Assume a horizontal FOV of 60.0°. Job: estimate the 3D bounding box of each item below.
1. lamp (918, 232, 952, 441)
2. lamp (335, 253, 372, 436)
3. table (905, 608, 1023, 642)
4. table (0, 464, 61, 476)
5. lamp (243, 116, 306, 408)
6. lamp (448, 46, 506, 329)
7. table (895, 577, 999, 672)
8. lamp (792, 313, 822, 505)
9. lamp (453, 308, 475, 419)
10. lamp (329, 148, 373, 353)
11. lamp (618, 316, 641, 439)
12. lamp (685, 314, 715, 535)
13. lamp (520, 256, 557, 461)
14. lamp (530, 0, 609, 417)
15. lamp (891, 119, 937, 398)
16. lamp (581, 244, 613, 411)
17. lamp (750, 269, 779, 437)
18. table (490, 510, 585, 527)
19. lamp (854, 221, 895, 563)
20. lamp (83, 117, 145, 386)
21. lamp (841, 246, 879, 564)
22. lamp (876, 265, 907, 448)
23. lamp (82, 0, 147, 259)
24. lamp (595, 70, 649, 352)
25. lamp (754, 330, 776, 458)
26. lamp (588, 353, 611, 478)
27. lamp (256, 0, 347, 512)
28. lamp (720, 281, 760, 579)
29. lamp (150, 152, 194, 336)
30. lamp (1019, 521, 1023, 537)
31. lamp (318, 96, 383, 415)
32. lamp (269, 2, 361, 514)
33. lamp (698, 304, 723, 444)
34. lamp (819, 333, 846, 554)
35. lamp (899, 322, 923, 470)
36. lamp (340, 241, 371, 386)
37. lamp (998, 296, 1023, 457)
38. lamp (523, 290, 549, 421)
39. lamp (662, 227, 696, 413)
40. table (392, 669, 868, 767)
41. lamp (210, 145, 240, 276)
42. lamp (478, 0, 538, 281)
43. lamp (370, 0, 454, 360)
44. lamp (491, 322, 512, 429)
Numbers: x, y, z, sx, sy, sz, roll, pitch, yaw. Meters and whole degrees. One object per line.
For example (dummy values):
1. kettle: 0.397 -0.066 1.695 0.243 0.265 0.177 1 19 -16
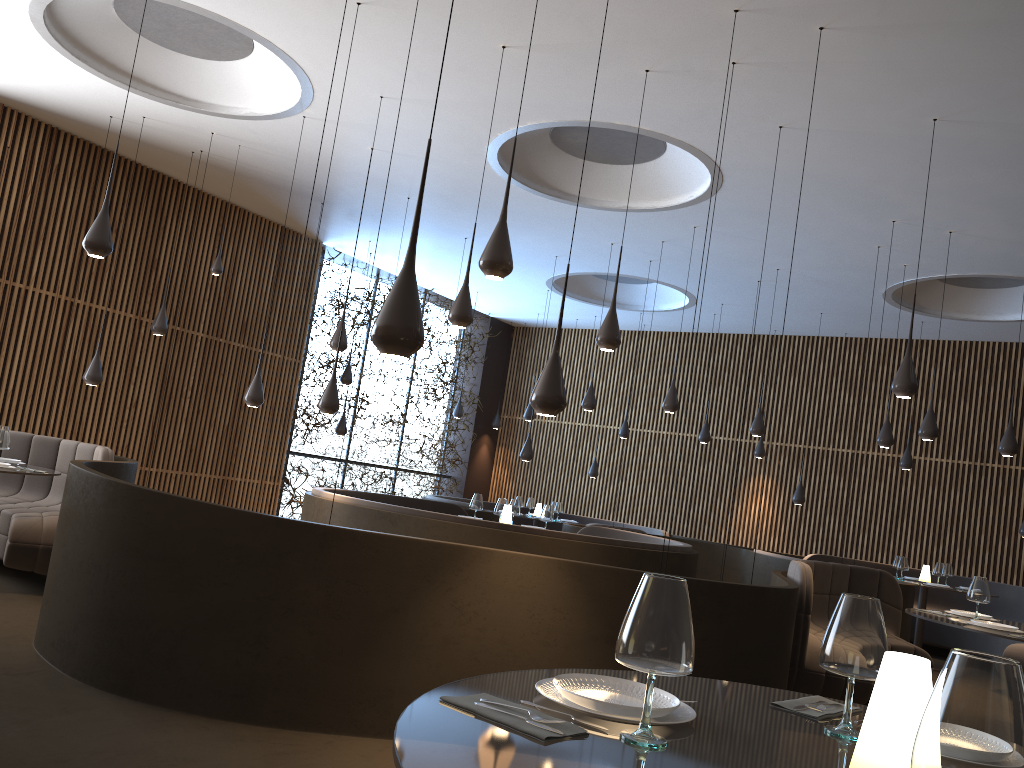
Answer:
1. lamp: 4.466 -0.511 9.265 0.196 2.219 0.196 11 -5 -21
2. lamp: -2.477 -0.641 14.062 0.196 2.954 0.196 11 -5 -21
3. table: 3.344 2.106 5.617 1.675 1.021 1.673 11 -7 -21
4. table: -4.303 1.036 6.453 1.670 1.021 1.678 6 -7 25
5. lamp: -2.310 -1.233 8.782 0.196 2.954 0.196 10 -5 -11
6. lamp: -0.231 -1.519 6.774 0.195 2.219 0.196 5 -7 39
7. table: 5.176 3.044 11.245 1.670 1.021 1.678 6 -7 23
8. lamp: 4.540 0.365 13.507 0.195 2.954 0.196 7 -5 19
9. lamp: -0.862 -0.452 16.756 0.196 2.219 0.196 12 -6 -31
10. lamp: -1.667 -1.430 9.413 0.195 2.219 0.196 6 -6 29
11. lamp: 2.097 -0.153 15.452 0.195 2.219 0.196 7 -5 19
12. lamp: 2.908 1.917 14.495 0.196 6.262 0.196 13 -7 -41
13. lamp: 0.415 -0.374 12.576 0.195 2.954 0.196 6 -6 29
14. lamp: 0.401 -1.291 4.753 0.195 2.954 0.196 5 -7 39
15. lamp: 3.167 -0.991 6.889 0.196 2.219 0.196 10 -5 -11
16. lamp: 1.150 -0.748 11.563 0.196 2.219 0.196 11 -5 -21
17. lamp: 3.335 -0.417 11.577 0.196 2.219 0.196 11 -5 -21
18. table: 0.328 2.642 14.145 1.673 1.021 1.676 9 -6 -5
19. lamp: 3.538 1.374 9.031 0.196 6.262 0.196 11 -5 -21
20. lamp: -4.215 -1.442 9.489 0.195 2.954 0.196 7 -5 19
21. lamp: 3.742 1.508 9.904 0.196 6.262 0.196 11 -5 -21
22. lamp: 4.584 -0.339 10.609 0.196 2.219 0.196 11 -5 -21
23. lamp: -2.682 -1.965 6.167 0.196 2.219 0.196 11 -5 -21
24. lamp: 0.886 -1.348 6.811 0.195 2.219 0.196 6 -6 29
25. lamp: 4.383 0.170 15.223 0.195 2.219 0.196 7 -5 19
26. lamp: 1.686 0.244 16.200 0.195 2.954 0.196 7 -5 19
27. lamp: -1.346 0.158 5.009 0.196 6.262 0.196 11 -5 -21
28. lamp: 2.974 1.647 12.102 0.196 6.262 0.196 13 -7 -41
29. lamp: -3.960 -1.664 10.438 0.196 2.219 0.196 12 -6 -31
30. lamp: 7.464 0.707 12.616 0.195 2.954 0.196 7 -5 19
31. lamp: -1.421 -1.186 8.022 0.196 2.954 0.196 9 -5 -1
32. lamp: -1.607 0.267 6.282 0.195 6.262 0.196 5 -7 39
33. lamp: 3.157 -0.171 13.914 0.195 2.219 0.196 7 -5 19
34. lamp: 5.083 2.246 14.467 0.196 6.262 0.196 13 -7 -41
35. lamp: 5.958 0.165 13.131 0.196 2.219 0.196 8 -5 9
36. lamp: -2.320 -1.074 13.346 0.196 2.219 0.196 11 -5 -21
37. lamp: 5.486 -0.318 9.616 0.195 2.219 0.196 6 -6 29
38. lamp: 0.442 -0.481 14.808 0.195 2.219 0.196 7 -5 19
39. lamp: 1.994 -0.762 10.375 0.196 2.219 0.196 11 -5 -21
40. table: 0.558 1.191 1.436 1.671 1.021 1.678 3 -8 42
41. lamp: -3.204 -1.964 9.994 0.133 1.505 0.133 6 -6 29
42. lamp: 0.067 -1.680 5.015 0.196 2.219 0.196 11 -5 -21
43. lamp: -0.199 -1.552 3.302 0.196 2.954 0.196 11 -5 -21
44. lamp: -0.172 -0.178 18.198 0.196 2.219 0.196 12 -6 -31
